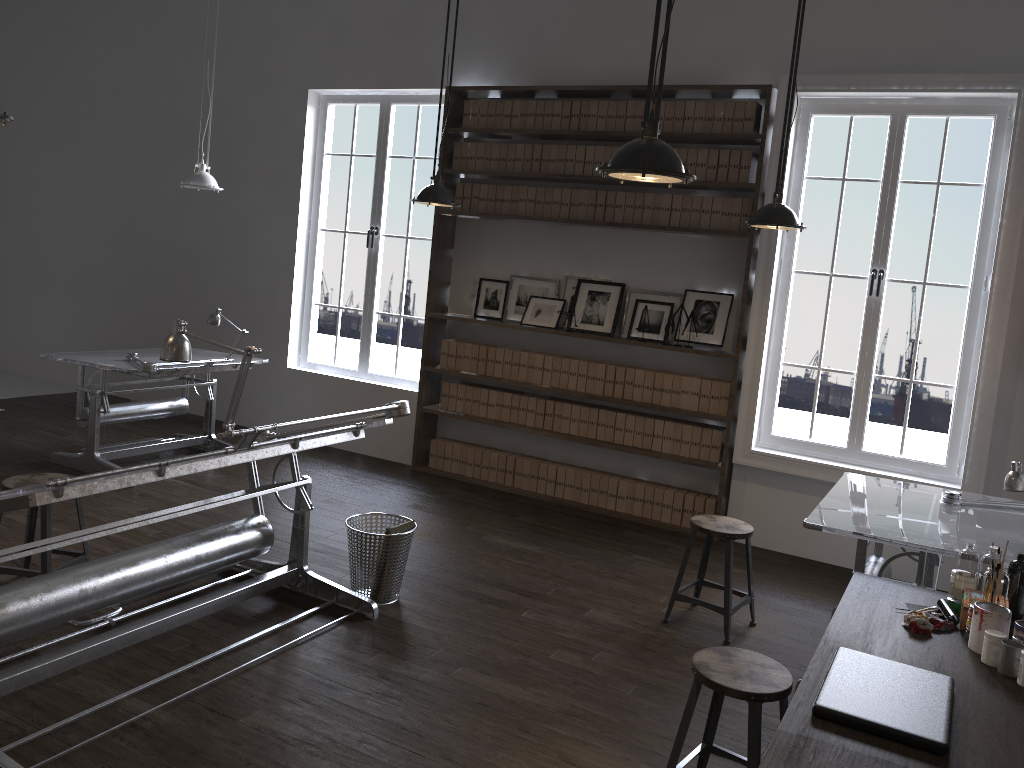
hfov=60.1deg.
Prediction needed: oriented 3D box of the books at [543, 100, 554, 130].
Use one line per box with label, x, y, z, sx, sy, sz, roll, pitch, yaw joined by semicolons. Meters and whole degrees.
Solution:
books;0.305;-1.968;6.554;0.067;0.224;0.175;8;7;27

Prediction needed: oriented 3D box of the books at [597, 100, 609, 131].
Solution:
books;0.680;-1.903;6.353;0.067;0.224;0.175;8;7;27

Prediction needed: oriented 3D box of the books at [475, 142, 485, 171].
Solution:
books;-0.204;-1.735;6.831;0.067;0.224;0.175;8;7;27

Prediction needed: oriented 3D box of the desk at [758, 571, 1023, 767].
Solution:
desk;1.185;1.166;2.558;0.657;0.666;1.672;9;8;27

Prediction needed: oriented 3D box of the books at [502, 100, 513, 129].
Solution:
books;0.004;-2.019;6.708;0.067;0.225;0.175;8;7;27

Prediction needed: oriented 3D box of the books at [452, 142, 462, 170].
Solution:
books;-0.388;-1.768;6.933;0.067;0.224;0.175;8;7;27

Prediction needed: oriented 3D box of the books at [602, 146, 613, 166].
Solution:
books;0.711;-1.578;6.349;0.067;0.224;0.175;8;7;27

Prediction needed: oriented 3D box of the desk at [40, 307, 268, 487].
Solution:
desk;-2.462;0.006;6.391;1.175;1.183;1.271;9;7;27

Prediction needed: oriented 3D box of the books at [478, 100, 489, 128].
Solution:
books;-0.179;-2.051;6.807;0.067;0.224;0.175;8;7;27

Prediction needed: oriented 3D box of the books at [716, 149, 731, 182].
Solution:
books;1.441;-1.451;5.959;0.067;0.225;0.175;8;7;27

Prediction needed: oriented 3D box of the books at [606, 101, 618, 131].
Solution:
books;0.743;-1.892;6.324;0.067;0.224;0.175;8;7;27

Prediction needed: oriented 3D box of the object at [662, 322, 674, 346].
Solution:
object;1.072;-0.342;6.054;0.066;0.165;0.040;8;6;28

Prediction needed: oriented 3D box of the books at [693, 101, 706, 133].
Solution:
books;1.298;-1.796;6.026;0.067;0.224;0.175;8;7;27

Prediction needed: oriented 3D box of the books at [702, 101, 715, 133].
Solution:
books;1.354;-1.787;5.998;0.067;0.224;0.175;8;7;27

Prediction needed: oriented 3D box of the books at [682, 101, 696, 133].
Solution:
books;1.233;-1.807;6.058;0.067;0.225;0.175;8;7;27

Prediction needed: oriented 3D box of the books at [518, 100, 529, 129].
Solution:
books;0.124;-1.999;6.648;0.067;0.224;0.175;8;7;27

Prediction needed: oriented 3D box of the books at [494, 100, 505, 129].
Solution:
books;-0.056;-2.030;6.744;0.067;0.224;0.175;8;7;27

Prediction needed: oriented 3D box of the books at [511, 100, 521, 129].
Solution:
books;0.069;-2.008;6.676;0.067;0.224;0.175;8;7;27

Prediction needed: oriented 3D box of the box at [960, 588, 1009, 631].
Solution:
box;1.579;0.765;2.964;0.138;0.083;0.212;9;8;27

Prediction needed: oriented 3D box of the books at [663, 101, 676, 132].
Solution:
books;1.113;-1.829;6.128;0.067;0.224;0.175;8;7;27

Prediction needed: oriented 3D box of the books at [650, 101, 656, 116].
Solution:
books;0.985;-1.850;6.187;0.067;0.224;0.175;8;7;27

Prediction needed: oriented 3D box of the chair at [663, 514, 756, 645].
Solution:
chair;1.026;0.960;4.458;0.360;0.525;0.372;10;7;36

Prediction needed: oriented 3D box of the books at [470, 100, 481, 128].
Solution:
books;-0.244;-2.061;6.837;0.067;0.224;0.175;8;7;27

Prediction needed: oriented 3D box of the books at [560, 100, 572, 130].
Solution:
books;0.430;-1.946;6.489;0.067;0.224;0.175;8;7;27

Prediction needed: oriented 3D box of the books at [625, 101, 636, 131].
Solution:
books;0.868;-1.870;6.254;0.067;0.224;0.175;8;7;27

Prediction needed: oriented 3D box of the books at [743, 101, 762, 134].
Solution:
books;1.594;-1.745;5.868;0.067;0.224;0.175;8;7;27

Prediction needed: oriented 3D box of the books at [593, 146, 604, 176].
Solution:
books;0.655;-1.587;6.377;0.067;0.224;0.175;8;7;27

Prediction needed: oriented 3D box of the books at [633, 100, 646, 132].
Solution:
books;0.922;-1.860;6.221;0.067;0.225;0.175;8;7;27

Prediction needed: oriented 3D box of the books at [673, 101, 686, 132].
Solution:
books;1.174;-1.818;6.094;0.067;0.224;0.175;8;7;27

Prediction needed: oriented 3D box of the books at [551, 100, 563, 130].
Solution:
books;0.365;-1.957;6.518;0.067;0.224;0.175;8;7;27

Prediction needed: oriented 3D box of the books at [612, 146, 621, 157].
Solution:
books;0.767;-1.567;6.314;0.067;0.225;0.175;8;7;27

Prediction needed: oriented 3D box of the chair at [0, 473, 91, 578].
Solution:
chair;-2.157;0.703;4.039;0.372;0.525;0.360;6;6;6

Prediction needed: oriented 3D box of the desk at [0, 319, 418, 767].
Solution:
desk;-1.316;0.405;3.618;1.080;1.380;2.285;9;8;27

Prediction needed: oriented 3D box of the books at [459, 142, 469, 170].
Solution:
books;-0.328;-1.757;6.899;0.067;0.224;0.175;8;7;27

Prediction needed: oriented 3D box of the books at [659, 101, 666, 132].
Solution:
books;1.050;-1.839;6.157;0.067;0.224;0.175;8;7;27

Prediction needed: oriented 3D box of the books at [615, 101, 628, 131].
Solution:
books;0.803;-1.882;6.290;0.067;0.224;0.175;8;7;27

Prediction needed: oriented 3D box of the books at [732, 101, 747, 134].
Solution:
books;1.534;-1.756;5.904;0.067;0.224;0.175;8;7;27

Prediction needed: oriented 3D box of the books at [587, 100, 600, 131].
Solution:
books;0.615;-1.913;6.383;0.067;0.224;0.175;8;7;27

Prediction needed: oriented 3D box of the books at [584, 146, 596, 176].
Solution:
books;0.591;-1.598;6.408;0.067;0.225;0.175;8;7;27

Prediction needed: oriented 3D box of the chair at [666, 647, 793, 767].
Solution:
chair;0.699;1.156;2.811;0.360;0.525;0.372;10;7;36

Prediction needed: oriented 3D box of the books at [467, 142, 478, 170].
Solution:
books;-0.268;-1.746;6.863;0.067;0.225;0.175;8;7;27

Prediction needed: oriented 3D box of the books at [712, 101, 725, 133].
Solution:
books;1.410;-1.776;5.963;0.067;0.225;0.175;8;7;27

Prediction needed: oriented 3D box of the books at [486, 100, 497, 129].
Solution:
books;-0.116;-2.041;6.778;0.067;0.224;0.175;8;7;27

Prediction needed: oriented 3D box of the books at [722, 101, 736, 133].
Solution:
books;1.472;-1.767;5.937;0.067;0.224;0.175;8;7;27

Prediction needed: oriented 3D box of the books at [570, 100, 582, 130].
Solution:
books;0.493;-1.935;6.449;0.067;0.225;0.175;8;7;27

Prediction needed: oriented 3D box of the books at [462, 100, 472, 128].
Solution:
books;-0.308;-2.072;6.871;0.067;0.225;0.175;8;7;27

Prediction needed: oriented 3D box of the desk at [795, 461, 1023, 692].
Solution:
desk;1.949;0.822;3.994;1.074;1.093;1.271;9;7;27

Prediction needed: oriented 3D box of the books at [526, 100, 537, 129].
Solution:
books;0.181;-1.988;6.613;0.067;0.225;0.175;8;7;27

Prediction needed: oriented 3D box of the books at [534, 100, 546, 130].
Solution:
books;0.243;-1.979;6.587;0.067;0.224;0.175;8;7;27

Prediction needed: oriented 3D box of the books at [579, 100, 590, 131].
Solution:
books;0.560;-1.924;6.420;0.067;0.224;0.175;8;7;27
